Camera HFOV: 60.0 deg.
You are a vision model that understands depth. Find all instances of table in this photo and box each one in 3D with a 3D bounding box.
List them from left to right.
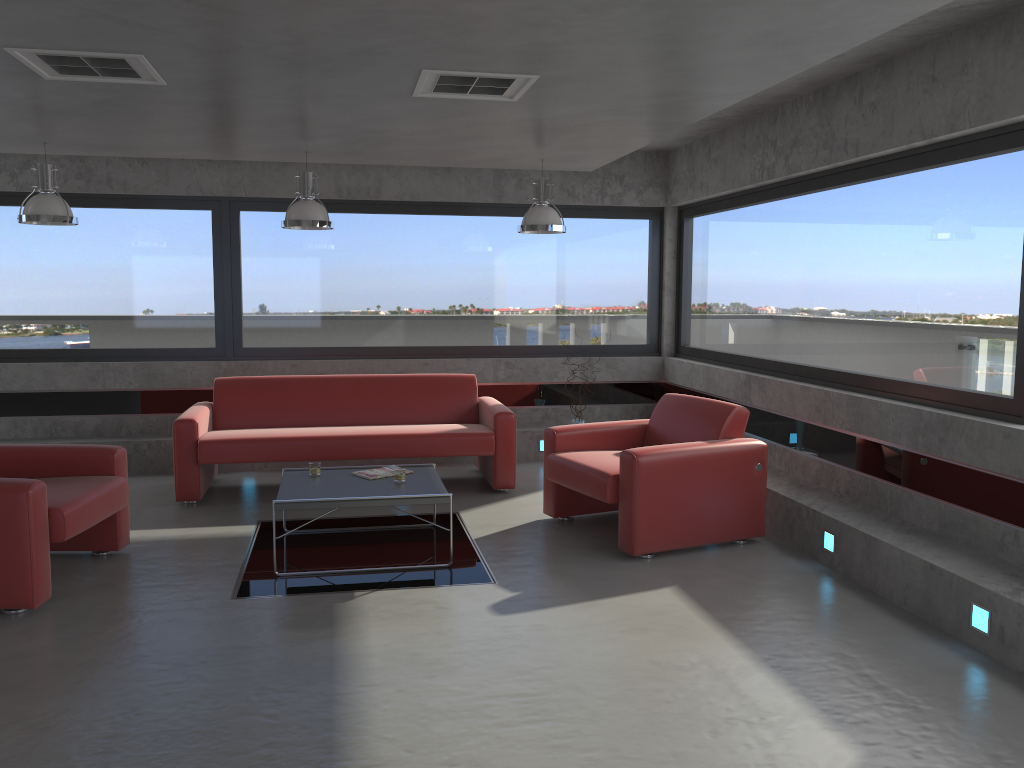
[{"bbox_3d":[-0.939,0.820,5.566,1.018,0.436,0.994,-1,6,-11],"label":"table"}]

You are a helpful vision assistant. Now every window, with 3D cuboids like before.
[{"bbox_3d":[-2.397,-0.982,8.262,7.800,1.364,0.003,-1,6,-11],"label":"window"},{"bbox_3d":[2.167,-0.793,6.638,0.003,1.364,4.583,-1,6,-11],"label":"window"}]

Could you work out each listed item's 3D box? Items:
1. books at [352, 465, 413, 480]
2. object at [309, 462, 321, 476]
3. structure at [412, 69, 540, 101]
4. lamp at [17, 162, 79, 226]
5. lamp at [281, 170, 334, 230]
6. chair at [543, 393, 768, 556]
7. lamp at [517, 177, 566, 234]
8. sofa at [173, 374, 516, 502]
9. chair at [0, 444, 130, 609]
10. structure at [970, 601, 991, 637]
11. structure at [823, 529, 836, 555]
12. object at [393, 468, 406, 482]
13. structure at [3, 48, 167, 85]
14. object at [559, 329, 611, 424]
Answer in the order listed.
[{"bbox_3d":[-0.849,0.578,5.812,0.326,0.022,0.228,-5,8,-41],"label":"books"},{"bbox_3d":[-1.283,0.552,5.774,0.079,0.077,0.079,-3,7,-28],"label":"object"},{"bbox_3d":[-0.196,-1.611,4.446,0.563,0.240,0.563,-1,6,-11],"label":"structure"},{"bbox_3d":[-3.298,-1.351,6.292,0.388,0.422,0.389,-1,6,-11],"label":"lamp"},{"bbox_3d":[-1.532,-1.379,6.636,0.388,0.422,0.389,-1,6,-11],"label":"lamp"},{"bbox_3d":[0.897,0.536,5.989,1.130,0.854,1.196,-3,7,-26],"label":"chair"},{"bbox_3d":[0.235,-1.407,6.980,0.389,0.422,0.388,-2,6,-22],"label":"lamp"},{"bbox_3d":[-1.331,0.390,7.292,2.626,0.854,1.120,-1,6,-11],"label":"sofa"},{"bbox_3d":[-2.837,0.631,4.909,1.130,0.854,1.196,0,6,-1],"label":"chair"},{"bbox_3d":[2.119,1.062,4.012,0.004,0.123,0.123,-1,6,-11],"label":"structure"},{"bbox_3d":[1.876,0.933,5.247,0.004,0.123,0.123,-1,6,-11],"label":"structure"},{"bbox_3d":[-0.706,0.574,5.584,0.079,0.077,0.079,0,6,-3],"label":"object"},{"bbox_3d":[-1.952,-1.584,4.104,0.563,0.240,0.563,-1,6,-11],"label":"structure"},{"bbox_3d":[0.637,0.136,8.072,0.466,1.289,0.531,0,6,2],"label":"object"}]
